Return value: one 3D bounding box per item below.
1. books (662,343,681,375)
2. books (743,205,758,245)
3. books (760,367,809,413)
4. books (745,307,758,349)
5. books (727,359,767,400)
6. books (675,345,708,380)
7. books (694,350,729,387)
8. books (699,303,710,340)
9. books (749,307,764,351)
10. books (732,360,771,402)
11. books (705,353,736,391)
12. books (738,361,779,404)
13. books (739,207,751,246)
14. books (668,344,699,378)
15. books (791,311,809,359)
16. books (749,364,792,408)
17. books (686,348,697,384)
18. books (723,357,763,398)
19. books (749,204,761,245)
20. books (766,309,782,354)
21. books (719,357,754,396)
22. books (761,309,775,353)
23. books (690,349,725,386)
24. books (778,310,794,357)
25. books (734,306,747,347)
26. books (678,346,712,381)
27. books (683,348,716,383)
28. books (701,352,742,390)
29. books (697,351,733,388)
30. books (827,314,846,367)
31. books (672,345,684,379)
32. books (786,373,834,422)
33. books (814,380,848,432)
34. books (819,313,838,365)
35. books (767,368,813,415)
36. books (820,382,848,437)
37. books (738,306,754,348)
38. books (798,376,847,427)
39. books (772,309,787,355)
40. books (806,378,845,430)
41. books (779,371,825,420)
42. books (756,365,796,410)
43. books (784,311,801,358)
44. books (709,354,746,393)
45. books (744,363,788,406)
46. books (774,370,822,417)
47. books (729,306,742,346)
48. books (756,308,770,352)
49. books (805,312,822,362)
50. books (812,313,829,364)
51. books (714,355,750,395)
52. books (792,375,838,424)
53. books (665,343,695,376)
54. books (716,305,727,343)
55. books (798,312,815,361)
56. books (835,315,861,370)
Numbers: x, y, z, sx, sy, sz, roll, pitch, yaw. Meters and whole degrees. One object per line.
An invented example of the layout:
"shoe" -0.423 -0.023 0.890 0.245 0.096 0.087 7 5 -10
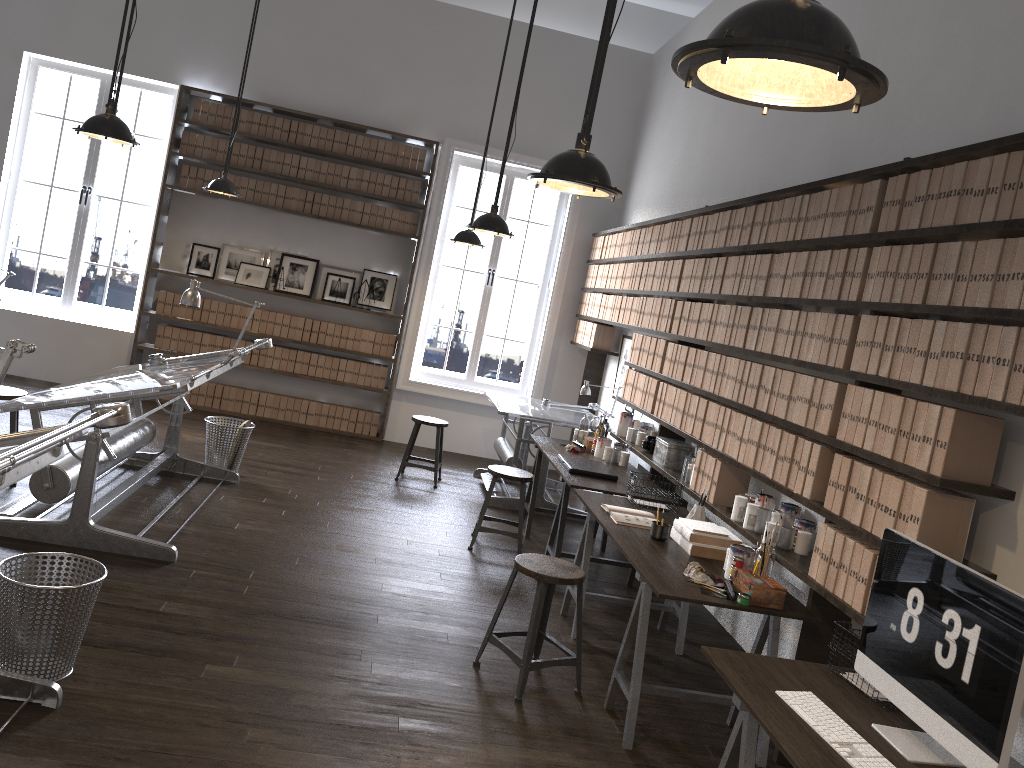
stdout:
"books" 1.093 -0.145 5.791 0.174 0.225 0.067 11 3 -8
"books" 1.370 -0.843 4.812 0.174 0.225 0.067 11 3 -8
"books" 1.289 0.047 4.188 0.174 0.225 0.067 11 3 -8
"books" 1.305 -0.266 4.530 0.174 0.225 0.067 11 3 -8
"books" 1.235 -0.005 4.615 0.174 0.225 0.067 11 3 -8
"books" 1.130 -0.112 5.521 0.174 0.225 0.067 11 3 -8
"books" 1.173 -0.069 5.163 0.174 0.225 0.067 11 3 -8
"books" 1.216 -0.350 5.228 0.174 0.225 0.067 11 3 -8
"books" 1.309 -0.258 4.459 0.174 0.225 0.067 11 3 -8
"books" 1.243 0.004 4.544 0.174 0.225 0.067 11 3 -8
"books" 1.195 -0.046 4.967 0.174 0.225 0.067 11 3 -8
"books" 1.255 0.012 4.482 0.174 0.225 0.067 11 3 -8
"books" 1.367 -0.851 4.887 0.174 0.225 0.067 11 3 -8
"books" 1.107 -0.128 5.648 0.174 0.225 0.067 11 3 -8
"books" 1.371 -0.200 3.983 0.174 0.225 0.067 11 3 -8
"books" 1.271 0.029 4.333 0.174 0.225 0.067 11 3 -8
"books" 1.152 -0.087 5.302 0.174 0.225 0.067 11 3 -8
"books" 1.229 -0.013 4.687 0.174 0.225 0.067 11 3 -8
"books" 1.385 -0.833 4.739 0.174 0.225 0.067 11 3 -8
"books" 1.333 -0.234 4.252 0.174 0.225 0.067 11 3 -8
"books" 1.224 -0.020 4.757 0.174 0.225 0.067 11 3 -8
"books" 1.330 -0.241 4.319 0.174 0.225 0.067 11 3 -8
"books" 1.165 -0.077 5.233 0.174 0.225 0.067 11 3 -8
"books" 1.351 -0.218 4.124 0.174 0.225 0.067 11 3 -8
"books" 1.287 -0.283 4.678 0.174 0.225 0.067 11 3 -8
"books" 1.133 -0.104 5.447 0.174 0.225 0.067 11 3 -8
"books" 1.148 -0.094 5.373 0.174 0.225 0.067 11 3 -8
"books" 1.188 -0.053 5.029 0.174 0.225 0.067 11 3 -8
"books" 1.176 -0.062 5.095 0.174 0.225 0.067 11 3 -8
"books" 1.411 -0.160 3.644 0.174 0.225 0.067 11 3 -8
"books" 1.119 -0.120 5.586 0.174 0.225 0.067 11 3 -8
"books" 1.326 0.080 3.915 0.174 0.225 0.067 11 3 -8
"books" 1.361 0.112 3.649 0.174 0.225 0.067 11 3 -8
"books" 1.399 -0.168 3.706 0.174 0.225 0.067 11 3 -8
"books" 1.302 0.056 4.119 0.174 0.225 0.067 11 3 -8
"books" 1.362 0.119 3.583 0.174 0.225 0.067 11 3 -8
"books" 1.290 -0.276 4.604 0.174 0.225 0.067 11 3 -8
"books" 1.338 0.095 3.787 0.174 0.225 0.067 11 3 -8
"books" 1.345 -0.225 4.186 0.174 0.225 0.067 11 3 -8
"books" 1.350 0.104 3.718 0.174 0.225 0.067 11 3 -8
"books" 1.313 0.071 3.981 0.174 0.225 0.067 11 3 -8
"books" 1.285 0.039 4.259 0.174 0.225 0.067 11 3 -8
"books" 1.358 -0.210 4.052 0.174 0.225 0.067 11 3 -8
"books" 1.202 -0.038 4.895 0.174 0.225 0.067 11 3 -8
"books" 1.267 0.021 4.407 0.174 0.225 0.067 11 3 -8
"books" 1.310 0.064 4.048 0.174 0.225 0.067 11 3 -8
"books" 1.276 -0.292 4.742 0.174 0.225 0.067 11 3 -8
"books" 1.322 -0.249 4.389 0.174 0.225 0.067 11 3 -8
"books" 1.386 -0.184 3.844 0.174 0.225 0.067 11 3 -8
"books" 1.391 -0.176 3.772 0.174 0.225 0.067 11 3 -8
"books" 1.214 -0.029 4.826 0.174 0.225 0.067 11 3 -8
"books" 1.332 0.087 3.853 0.174 0.225 0.067 11 3 -8
"books" 1.099 -0.137 5.719 0.174 0.225 0.067 11 3 -8
"books" 1.250 -0.316 4.948 0.174 0.225 0.067 11 3 -8
"books" 1.381 -0.192 3.914 0.174 0.225 0.067 11 3 -8
"books" 1.421 -0.152 3.575 0.174 0.225 0.067 11 3 -8
